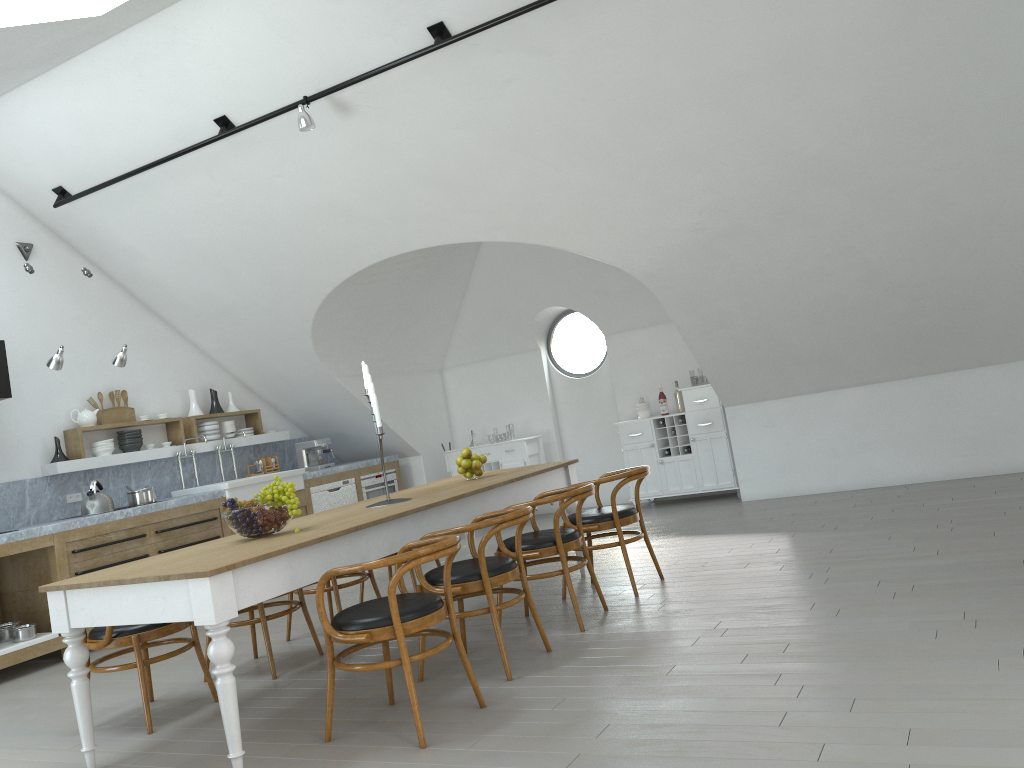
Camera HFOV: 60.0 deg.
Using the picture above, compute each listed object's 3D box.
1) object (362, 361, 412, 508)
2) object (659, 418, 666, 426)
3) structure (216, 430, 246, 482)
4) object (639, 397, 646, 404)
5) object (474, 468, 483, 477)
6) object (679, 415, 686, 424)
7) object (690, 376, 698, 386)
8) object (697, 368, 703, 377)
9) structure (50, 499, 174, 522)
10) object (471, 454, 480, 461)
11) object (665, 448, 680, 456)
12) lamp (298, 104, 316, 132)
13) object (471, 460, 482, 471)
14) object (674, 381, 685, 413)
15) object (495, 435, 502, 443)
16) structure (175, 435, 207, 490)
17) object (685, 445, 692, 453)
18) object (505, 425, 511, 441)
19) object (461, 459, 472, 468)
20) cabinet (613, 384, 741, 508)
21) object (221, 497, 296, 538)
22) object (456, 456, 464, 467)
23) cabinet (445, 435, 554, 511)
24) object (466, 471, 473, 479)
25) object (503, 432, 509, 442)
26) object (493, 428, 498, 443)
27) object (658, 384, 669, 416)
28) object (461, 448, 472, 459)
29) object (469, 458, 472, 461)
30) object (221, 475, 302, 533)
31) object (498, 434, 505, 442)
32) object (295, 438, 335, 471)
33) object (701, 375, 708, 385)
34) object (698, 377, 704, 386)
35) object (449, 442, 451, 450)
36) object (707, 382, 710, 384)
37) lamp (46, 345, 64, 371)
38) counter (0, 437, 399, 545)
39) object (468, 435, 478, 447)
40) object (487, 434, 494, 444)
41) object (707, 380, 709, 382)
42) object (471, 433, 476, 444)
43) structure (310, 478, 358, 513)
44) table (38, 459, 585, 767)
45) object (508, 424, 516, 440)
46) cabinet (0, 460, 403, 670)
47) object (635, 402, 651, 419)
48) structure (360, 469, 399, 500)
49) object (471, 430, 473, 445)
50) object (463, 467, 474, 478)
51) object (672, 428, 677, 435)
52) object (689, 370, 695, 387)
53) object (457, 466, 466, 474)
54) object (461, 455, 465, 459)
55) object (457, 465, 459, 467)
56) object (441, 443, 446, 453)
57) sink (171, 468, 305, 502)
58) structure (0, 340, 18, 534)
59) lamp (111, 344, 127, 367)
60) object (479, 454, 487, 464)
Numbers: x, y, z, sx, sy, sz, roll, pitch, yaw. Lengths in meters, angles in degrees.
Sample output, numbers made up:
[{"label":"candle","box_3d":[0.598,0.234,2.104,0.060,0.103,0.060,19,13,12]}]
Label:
[{"label":"object","box_3d":[-0.770,0.253,5.150,0.265,0.877,0.774,-10,-3,2]},{"label":"object","box_3d":[1.602,0.392,9.191,0.092,0.094,0.359,-11,-3,29]},{"label":"structure","box_3d":[-2.701,0.732,8.725,0.332,0.531,0.214,-10,-4,9]},{"label":"object","box_3d":[1.397,0.244,9.560,0.115,0.209,0.065,-12,-4,30]},{"label":"object","box_3d":[-0.222,0.582,5.876,0.063,0.063,0.064,-12,-4,39]},{"label":"object","box_3d":[1.779,0.362,9.086,0.087,0.085,0.360,-11,-3,28]},{"label":"object","box_3d":[1.849,-0.026,8.963,0.082,0.105,0.081,-8,-3,-24]},{"label":"object","box_3d":[1.954,-0.075,9.146,0.054,0.179,0.054,-11,-4,22]},{"label":"structure","box_3d":[-3.248,1.048,7.223,0.646,0.041,0.738,-11,-2,28]},{"label":"object","box_3d":[-0.243,0.489,5.858,0.058,0.057,0.053,-12,-4,43]},{"label":"object","box_3d":[1.681,0.688,9.160,0.155,0.085,0.331,-11,-3,29]},{"label":"lamp","box_3d":[-1.384,-1.791,5.948,0.113,0.175,0.114,-9,-3,-9]},{"label":"object","box_3d":[-0.235,0.532,5.822,0.071,0.072,0.070,-9,-3,-7]},{"label":"object","box_3d":[1.723,0.132,9.149,0.085,0.331,0.085,-9,-4,-13]},{"label":"object","box_3d":[-0.144,0.615,9.918,0.077,0.085,0.077,-11,-3,16]},{"label":"structure","box_3d":[-2.932,0.756,8.295,0.332,0.531,0.214,-10,-4,9]},{"label":"object","box_3d":[1.829,0.662,9.072,0.081,0.081,0.359,-11,-3,26]},{"label":"object","box_3d":[-0.033,0.550,9.976,0.054,0.179,0.054,-10,-4,5]},{"label":"object","box_3d":[-0.298,0.522,5.809,0.071,0.064,0.072,-11,-3,21]},{"label":"cabinet","box_3d":[1.755,0.635,9.178,1.239,1.156,0.610,-11,-4,28]},{"label":"object","box_3d":[-1.212,0.661,4.291,0.360,0.160,0.360,-10,-2,8]},{"label":"object","box_3d":[-0.339,0.514,5.871,0.066,0.071,0.072,-10,-3,-3]},{"label":"cabinet","box_3d":[-0.165,1.063,10.002,1.132,0.791,0.497,-11,-4,28]},{"label":"object","box_3d":[-0.280,0.598,5.838,0.049,0.050,0.051,-12,-3,32]},{"label":"object","box_3d":[-0.064,0.594,9.914,0.071,0.099,0.071,-7,-4,-39]},{"label":"object","box_3d":[-0.177,0.580,9.982,0.048,0.170,0.048,-11,-4,16]},{"label":"object","box_3d":[1.570,0.162,9.239,0.081,0.330,0.081,-11,-4,24]},{"label":"object","box_3d":[-0.299,0.459,5.879,0.072,0.074,0.072,-11,-3,28]},{"label":"object","box_3d":[-0.279,0.506,5.914,0.053,0.051,0.052,-10,-3,-1]},{"label":"object","box_3d":[-1.208,0.595,4.270,0.394,0.285,0.291,-9,-3,-8]},{"label":"object","box_3d":[-0.098,0.606,9.998,0.094,0.094,0.093,-11,-3,16]},{"label":"object","box_3d":[-2.083,0.762,9.617,0.385,0.321,0.324,-11,-3,28]},{"label":"object","box_3d":[1.975,-0.040,9.075,0.071,0.099,0.071,-12,-4,36]},{"label":"object","box_3d":[1.915,-0.025,9.020,0.077,0.085,0.077,-12,-4,36]},{"label":"object","box_3d":[-0.704,0.800,10.172,0.029,0.269,0.088,-7,-4,-35]},{"label":"object","box_3d":[1.978,-0.069,8.980,0.046,0.143,0.046,-13,-5,39]},{"label":"lamp","box_3d":[-3.441,-0.188,6.677,0.116,0.178,0.164,-7,-4,-43]},{"label":"counter","box_3d":[-3.231,0.787,7.497,0.959,0.621,6.581,-11,-2,28]},{"label":"object","box_3d":[-0.457,0.660,10.312,0.101,0.138,0.067,-11,-4,28]},{"label":"object","box_3d":[-0.231,0.620,9.924,0.081,0.105,0.082,-12,-4,41]},{"label":"object","box_3d":[2.015,-0.090,9.133,0.063,0.187,0.063,-11,-4,14]},{"label":"object","box_3d":[-0.455,0.640,10.320,0.097,0.137,0.029,-12,-4,31]},{"label":"structure","box_3d":[-2.001,1.453,9.105,0.597,0.824,0.724,-11,-3,28]},{"label":"table","box_3d":[-0.699,1.081,4.943,1.016,0.800,3.352,-11,-3,28]},{"label":"object","box_3d":[0.000,0.538,9.923,0.063,0.187,0.063,-11,-4,13]},{"label":"cabinet","box_3d":[-3.109,1.594,7.368,1.001,1.024,6.434,-11,-3,28]},{"label":"object","box_3d":[1.385,0.283,9.313,0.158,0.160,0.153,-8,-4,-34]},{"label":"structure","box_3d":[-1.657,1.322,9.775,0.629,0.638,0.633,-11,-3,28]},{"label":"object","box_3d":[-0.469,0.627,10.324,0.039,0.175,0.054,-12,-4,28]},{"label":"object","box_3d":[-0.290,0.588,5.905,0.080,0.074,0.078,-9,-3,-17]},{"label":"object","box_3d":[1.711,0.484,9.142,0.085,0.085,0.331,-11,-3,28]},{"label":"object","box_3d":[1.847,-0.055,9.046,0.048,0.170,0.048,-8,-4,-29]},{"label":"object","box_3d":[-0.332,0.568,5.843,0.059,0.056,0.059,-11,-3,23]},{"label":"object","box_3d":[-0.315,0.497,5.954,0.062,0.060,0.062,-11,-3,29]},{"label":"object","box_3d":[-0.333,0.545,5.928,0.062,0.060,0.062,-12,-3,32]},{"label":"object","box_3d":[-0.751,0.809,10.198,0.088,0.269,0.029,-10,-4,1]},{"label":"sink","box_3d":[-2.539,0.997,8.326,0.725,0.202,1.021,-11,-2,28]},{"label":"structure","box_3d":[-4.192,0.195,6.159,0.778,1.888,1.076,-12,-4,28]},{"label":"lamp","box_3d":[-3.166,-0.221,7.185,0.168,0.177,0.112,-11,-3,20]},{"label":"object","box_3d":[-0.196,0.499,5.893,0.063,0.063,0.062,-9,-3,-9]}]
